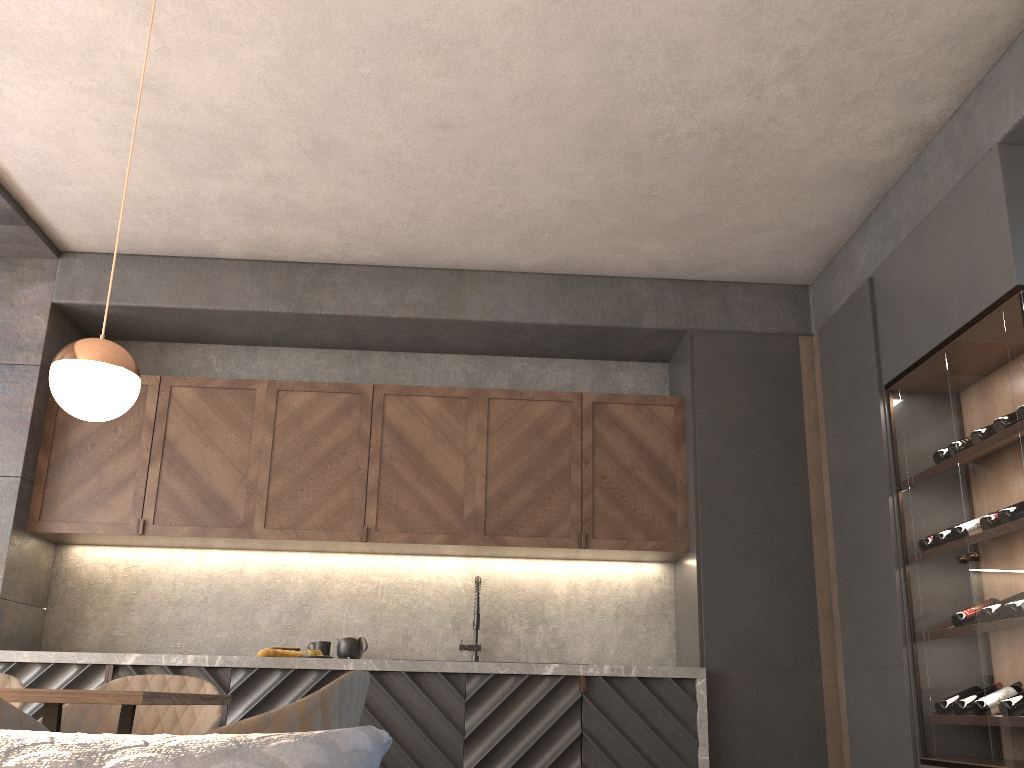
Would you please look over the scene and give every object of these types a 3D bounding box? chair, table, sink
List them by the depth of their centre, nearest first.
[{"bbox_3d":[-1.202,0.921,1.641,0.555,0.816,0.523,4,-17,-8],"label":"chair"},{"bbox_3d":[-1.565,1.138,2.162,1.466,0.751,0.789,2,-18,-3],"label":"table"},{"bbox_3d":[-0.646,1.134,2.189,0.510,0.816,0.569,1,-17,2],"label":"chair"},{"bbox_3d":[-1.860,1.302,2.722,0.555,0.816,0.523,4,-17,-8],"label":"chair"},{"bbox_3d":[-1.209,1.320,2.732,0.555,0.816,0.523,2,-17,-3],"label":"chair"},{"bbox_3d":[-0.111,1.252,4.557,0.962,0.534,0.472,2,-18,-3],"label":"sink"}]

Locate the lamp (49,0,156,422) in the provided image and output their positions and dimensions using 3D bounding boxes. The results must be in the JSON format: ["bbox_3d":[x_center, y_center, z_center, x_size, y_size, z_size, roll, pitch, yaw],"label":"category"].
[{"bbox_3d":[-1.181,-0.623,2.708,0.240,1.507,0.243,9,-18,-26],"label":"lamp"}]

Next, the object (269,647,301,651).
[{"bbox_3d":[-1.166,1.381,4.520,0.157,0.066,0.119,7,-20,-17],"label":"object"}]

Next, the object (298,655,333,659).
[{"bbox_3d":[-0.967,1.353,4.355,0.170,0.019,0.174,-7,-22,21],"label":"object"}]

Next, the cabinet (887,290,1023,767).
[{"bbox_3d":[1.876,0.603,3.320,0.337,1.546,1.024,2,-17,-3],"label":"cabinet"}]

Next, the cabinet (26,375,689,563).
[{"bbox_3d":[-0.765,0.466,4.820,3.392,0.845,0.378,2,-16,-3],"label":"cabinet"}]

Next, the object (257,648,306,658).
[{"bbox_3d":[-1.130,1.344,4.377,0.071,0.053,0.306,-12,-24,35],"label":"object"}]

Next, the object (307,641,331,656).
[{"bbox_3d":[-0.983,1.372,4.527,0.091,0.101,0.114,-8,-20,28],"label":"object"}]

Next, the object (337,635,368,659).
[{"bbox_3d":[-0.829,1.361,4.536,0.137,0.134,0.155,11,-21,-28],"label":"object"}]

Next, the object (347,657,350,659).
[{"bbox_3d":[-1.024,1.365,4.392,0.490,0.039,0.292,4,-20,-7],"label":"object"}]

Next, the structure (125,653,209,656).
[{"bbox_3d":[-1.612,1.374,4.408,0.610,0.017,0.517,2,-20,-3],"label":"structure"}]

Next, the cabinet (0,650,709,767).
[{"bbox_3d":[-0.791,1.843,4.310,3.392,0.928,0.616,2,-17,-3],"label":"cabinet"}]

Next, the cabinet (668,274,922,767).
[{"bbox_3d":[1.530,0.981,4.366,1.187,2.688,1.232,2,-16,-3],"label":"cabinet"}]

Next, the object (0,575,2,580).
[{"bbox_3d":[-1.542,0.595,2.347,0.300,0.399,0.334,12,-20,-31],"label":"object"}]

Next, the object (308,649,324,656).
[{"bbox_3d":[-0.966,1.336,4.359,0.120,0.044,0.119,0,-20,2],"label":"object"}]
